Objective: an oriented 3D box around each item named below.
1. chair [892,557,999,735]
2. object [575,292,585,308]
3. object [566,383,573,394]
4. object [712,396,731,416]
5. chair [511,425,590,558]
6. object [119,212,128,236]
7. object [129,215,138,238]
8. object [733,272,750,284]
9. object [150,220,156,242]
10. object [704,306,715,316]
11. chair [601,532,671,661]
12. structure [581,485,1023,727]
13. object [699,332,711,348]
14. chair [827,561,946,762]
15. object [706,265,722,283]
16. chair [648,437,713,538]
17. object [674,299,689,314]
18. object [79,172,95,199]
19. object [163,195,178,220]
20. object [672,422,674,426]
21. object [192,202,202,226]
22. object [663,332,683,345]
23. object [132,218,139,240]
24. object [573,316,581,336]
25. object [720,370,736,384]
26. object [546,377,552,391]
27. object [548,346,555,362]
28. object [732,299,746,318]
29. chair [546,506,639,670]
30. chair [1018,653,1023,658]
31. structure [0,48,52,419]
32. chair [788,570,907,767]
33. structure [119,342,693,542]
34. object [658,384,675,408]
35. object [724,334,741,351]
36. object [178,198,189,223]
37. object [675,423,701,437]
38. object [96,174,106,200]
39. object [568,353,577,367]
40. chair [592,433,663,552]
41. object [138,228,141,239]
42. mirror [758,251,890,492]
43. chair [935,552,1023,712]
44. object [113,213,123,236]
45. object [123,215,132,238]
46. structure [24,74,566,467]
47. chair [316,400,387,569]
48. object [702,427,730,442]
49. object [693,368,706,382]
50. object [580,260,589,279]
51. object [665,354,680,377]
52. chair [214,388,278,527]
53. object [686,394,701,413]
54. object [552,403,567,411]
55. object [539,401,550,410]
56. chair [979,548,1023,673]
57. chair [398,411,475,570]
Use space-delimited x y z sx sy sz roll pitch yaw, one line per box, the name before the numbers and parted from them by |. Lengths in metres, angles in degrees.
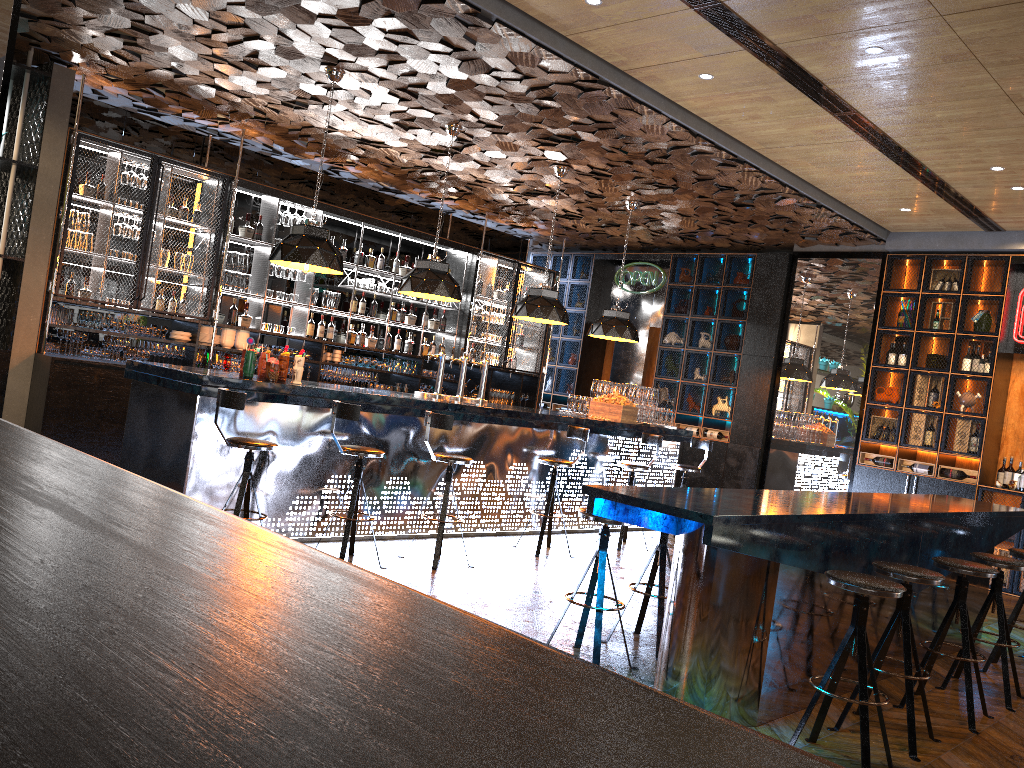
chair | 2.360 1.348 4.729 0.419 0.813 0.419 8 0 39
object | 1.074 -1.251 13.451 0.290 0.290 0.097 8 0 42
object | 0.899 0.077 13.481 0.107 0.209 0.233 8 0 -29
object | 2.806 0.311 11.646 0.164 0.303 0.341 8 0 -41
chair | 0.372 0.907 7.688 0.476 1.108 0.419 8 0 -31
object | -3.700 -1.525 8.459 0.081 0.213 0.081 8 0 -41
object | -3.634 -1.515 8.529 0.081 0.213 0.081 8 0 -41
object | 3.045 -1.366 11.653 0.278 0.222 0.138 8 0 44
object | -3.514 -1.498 8.657 0.081 0.213 0.081 8 0 -41
object | 2.678 -0.959 11.974 0.105 0.168 0.210 8 0 43
chair | 0.846 1.127 5.159 0.419 0.813 0.419 8 0 39
structure | 2.168 1.224 5.517 0.673 0.998 4.941 8 0 44
object | 2.646 -0.563 11.950 0.253 0.249 0.126 8 0 14
chair | 1.832 1.271 4.223 0.419 0.813 0.419 8 0 39
object | 2.754 -1.465 11.956 0.289 0.332 0.152 8 0 36
chair | 1.837 1.121 9.408 0.476 1.108 0.419 8 0 -36
object | 2.347 -1.048 12.246 0.253 0.249 0.126 8 0 44
object | -3.950 -1.849 8.249 0.108 0.244 0.108 8 0 32
object | -3.405 -1.764 8.846 0.108 0.244 0.108 8 0 32
object | 2.071 0.572 12.167 0.396 0.133 0.122 8 0 44
object | -3.211 -1.738 9.050 0.073 0.246 0.072 8 0 -31
object | 2.291 -0.601 12.241 0.403 0.221 0.192 8 0 13
object | -3.679 -1.522 8.691 0.081 0.213 0.081 8 0 -41
object | 1.021 -0.855 13.494 0.198 0.358 0.116 8 0 14
object | 2.840 -0.081 11.668 0.212 0.220 0.119 8 0 28
object | 0.616 0.016 13.828 0.126 0.249 0.253 8 0 19
object | 0.683 -0.430 13.790 0.290 0.290 0.097 8 0 -8
object | 2.993 -0.975 11.649 0.249 0.290 0.114 8 0 44
chair | 0.447 1.068 4.673 0.419 0.813 0.419 8 0 39
chair | 3.943 1.579 6.340 0.419 0.813 0.419 8 0 39
structure | -5.894 -1.335 6.319 0.705 3.734 4.269 8 0 44
chair | 1.430 1.212 3.734 0.419 0.813 0.419 8 0 39
structure | -0.451 0.494 8.397 1.214 1.685 6.009 8 0 44
object | 2.163 0.191 12.251 0.175 0.351 0.369 8 0 -41
object | 2.917 -0.524 11.655 0.265 0.239 0.266 8 0 22
object | -3.310 -1.752 8.945 0.072 0.246 0.073 8 0 29
object | 2.375 0.617 11.872 0.396 0.132 0.122 8 0 44
object | -3.867 -1.847 8.357 0.075 0.261 0.075 8 0 2
object | 0.998 -0.349 13.524 0.278 0.222 0.138 8 0 -17
chair | 1.168 1.024 8.603 0.476 1.108 0.419 8 0 -31
object | -3.575 -1.507 8.591 0.081 0.213 0.081 8 0 -41
mirror | 3.698 0.159 10.708 1.194 3.551 0.026 8 0 44
chair | 2.814 1.415 5.208 0.419 0.813 0.419 8 0 39
object | -3.803 -1.540 8.559 0.081 0.213 0.081 8 0 -41
object | -3.738 -1.531 8.628 0.081 0.213 0.081 8 0 -41
structure | -1.886 -0.659 10.321 1.143 3.553 6.750 8 0 44
chair | -1.098 0.693 6.155 0.419 1.108 0.476 8 0 44
object | 2.684 0.661 11.573 0.396 0.132 0.123 8 0 45
object | 2.542 -0.116 11.975 0.096 0.210 0.183 8 0 -44
object | 1.123 -1.718 13.474 0.198 0.358 0.116 8 0 44
object | 2.234 -0.245 12.252 0.167 0.356 0.255 8 0 -41
chair | -1.705 0.604 5.606 0.419 1.108 0.476 8 0 44
object | 2.442 0.270 11.933 0.208 0.280 0.131 8 0 26
object | 0.795 0.384 13.409 0.396 0.132 0.122 8 0 44
object | 0.495 0.339 13.707 0.396 0.132 0.123 8 0 44
chair | 3.349 1.493 5.757 0.419 0.813 0.419 8 0 39
chair | -0.505 0.779 6.612 0.419 1.108 0.476 8 0 44
